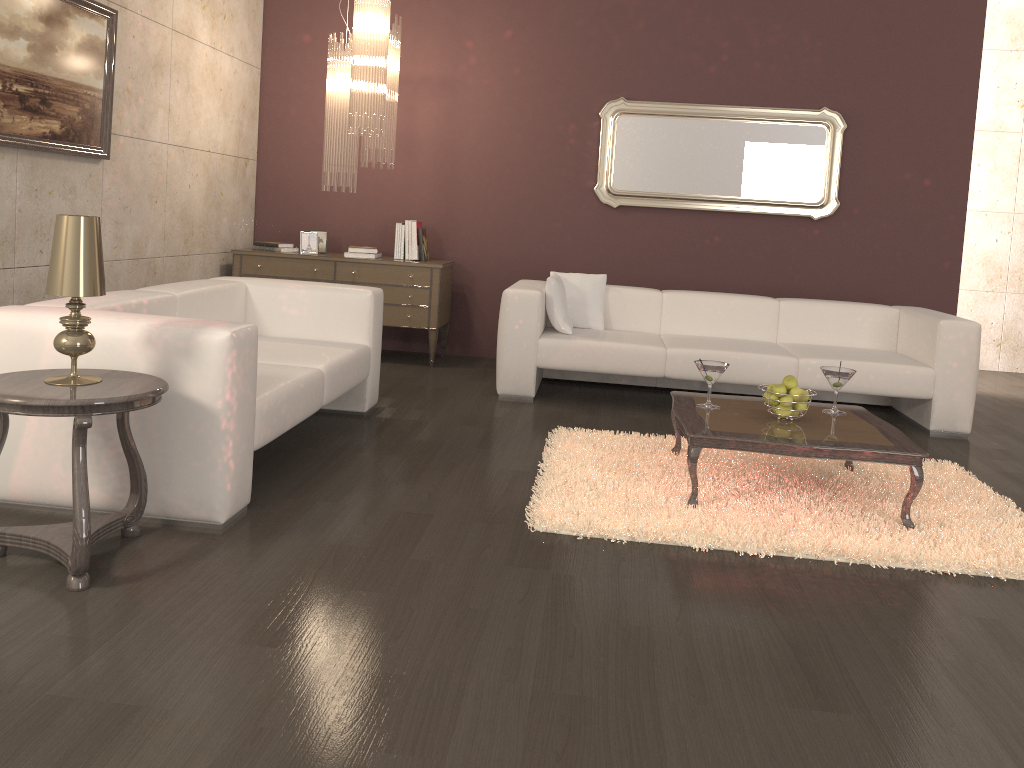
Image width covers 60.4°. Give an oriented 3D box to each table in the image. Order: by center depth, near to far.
[{"bbox_3d":[-1.282,0.252,2.584,0.516,0.516,0.527,8,8,28],"label":"table"},{"bbox_3d":[1.118,0.293,3.663,0.914,0.299,0.917,4,10,4],"label":"table"}]

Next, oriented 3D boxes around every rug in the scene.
[{"bbox_3d":[1.092,0.439,3.659,1.998,0.066,1.529,5,11,5],"label":"rug"}]

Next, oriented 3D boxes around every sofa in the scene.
[{"bbox_3d":[-1.266,-0.074,3.868,0.944,0.643,2.054,4,10,5],"label":"sofa"},{"bbox_3d":[1.328,-0.228,5.566,2.784,0.645,0.955,5,9,6],"label":"sofa"}]

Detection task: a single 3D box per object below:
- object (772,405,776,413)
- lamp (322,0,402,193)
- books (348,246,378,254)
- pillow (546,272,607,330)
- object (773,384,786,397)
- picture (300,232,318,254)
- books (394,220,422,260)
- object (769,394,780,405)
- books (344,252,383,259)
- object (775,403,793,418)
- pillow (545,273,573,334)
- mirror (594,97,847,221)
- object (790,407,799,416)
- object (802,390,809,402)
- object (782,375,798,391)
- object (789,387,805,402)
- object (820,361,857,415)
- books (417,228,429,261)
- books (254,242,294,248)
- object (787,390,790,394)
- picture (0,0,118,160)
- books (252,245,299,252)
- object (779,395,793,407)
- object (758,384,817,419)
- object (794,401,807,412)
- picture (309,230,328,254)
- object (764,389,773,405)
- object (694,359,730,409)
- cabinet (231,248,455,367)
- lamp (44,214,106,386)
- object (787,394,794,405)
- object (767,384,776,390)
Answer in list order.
[{"bbox_3d":[1.113,0.100,3.667,0.055,0.054,0.055,6,8,17],"label":"object"},{"bbox_3d":[-0.872,-2.656,5.718,0.488,2.809,0.484,7,6,42],"label":"lamp"},{"bbox_3d":[-1.085,-0.979,6.413,0.210,0.034,0.293,2,11,-9],"label":"books"},{"bbox_3d":[0.426,-0.549,5.783,0.376,0.358,0.171,4,5,4],"label":"pillow"},{"bbox_3d":[1.087,0.027,3.576,0.053,0.051,0.054,4,8,6],"label":"object"},{"bbox_3d":[-1.462,-1.015,6.343,0.128,0.155,0.051,1,5,-24],"label":"picture"},{"bbox_3d":[-0.747,-1.052,6.425,0.178,0.287,0.206,4,6,5],"label":"books"},{"bbox_3d":[1.072,0.064,3.598,0.045,0.045,0.045,3,7,-3],"label":"object"},{"bbox_3d":[-1.079,-0.941,6.400,0.224,0.035,0.312,4,11,0],"label":"books"},{"bbox_3d":[1.112,0.106,3.603,0.067,0.063,0.070,-3,10,-39],"label":"object"},{"bbox_3d":[0.300,-0.508,5.526,0.186,0.354,0.381,4,8,4],"label":"pillow"},{"bbox_3d":[1.510,-1.653,6.453,1.784,0.817,0.047,5,4,6],"label":"mirror"},{"bbox_3d":[1.162,0.116,3.633,0.044,0.043,0.043,5,7,9],"label":"object"},{"bbox_3d":[1.194,0.051,3.635,0.062,0.054,0.062,3,8,-1],"label":"object"},{"bbox_3d":[1.143,-0.005,3.618,0.062,0.063,0.063,4,7,6],"label":"object"},{"bbox_3d":[1.159,0.044,3.583,0.062,0.061,0.057,0,8,-25],"label":"object"},{"bbox_3d":[1.415,0.018,3.839,0.151,0.214,0.153,2,7,-19],"label":"object"},{"bbox_3d":[-0.647,-1.017,6.413,0.068,0.235,0.174,4,6,5],"label":"books"},{"bbox_3d":[-1.750,-1.025,6.470,0.233,0.027,0.171,9,12,25],"label":"books"},{"bbox_3d":[1.139,0.020,3.666,0.046,0.049,0.050,6,8,20],"label":"object"},{"bbox_3d":[-2.240,-1.446,3.873,0.053,0.784,1.738,4,9,5],"label":"picture"},{"bbox_3d":[-1.744,-0.999,6.492,0.276,0.031,0.203,9,12,25],"label":"books"},{"bbox_3d":[1.111,0.069,3.566,0.053,0.051,0.054,5,8,10],"label":"object"},{"bbox_3d":[1.130,0.082,3.631,0.234,0.117,0.236,-4,12,-39],"label":"object"},{"bbox_3d":[1.177,0.091,3.593,0.051,0.047,0.052,4,8,0],"label":"object"},{"bbox_3d":[-1.435,-1.052,6.512,0.140,0.170,0.078,3,5,-9],"label":"picture"},{"bbox_3d":[1.076,0.054,3.646,0.066,0.065,0.066,0,8,-27],"label":"object"},{"bbox_3d":[0.853,-0.008,3.788,0.151,0.214,0.153,3,6,-2],"label":"object"},{"bbox_3d":[-1.236,-0.576,6.450,1.528,0.723,0.538,5,6,6],"label":"cabinet"},{"bbox_3d":[-1.270,-0.249,2.564,0.161,0.479,0.160,7,6,39],"label":"lamp"},{"bbox_3d":[1.162,0.058,3.680,0.061,0.061,0.062,0,8,-30],"label":"object"},{"bbox_3d":[1.095,0.027,3.690,0.053,0.054,0.055,-1,9,-32],"label":"object"}]
